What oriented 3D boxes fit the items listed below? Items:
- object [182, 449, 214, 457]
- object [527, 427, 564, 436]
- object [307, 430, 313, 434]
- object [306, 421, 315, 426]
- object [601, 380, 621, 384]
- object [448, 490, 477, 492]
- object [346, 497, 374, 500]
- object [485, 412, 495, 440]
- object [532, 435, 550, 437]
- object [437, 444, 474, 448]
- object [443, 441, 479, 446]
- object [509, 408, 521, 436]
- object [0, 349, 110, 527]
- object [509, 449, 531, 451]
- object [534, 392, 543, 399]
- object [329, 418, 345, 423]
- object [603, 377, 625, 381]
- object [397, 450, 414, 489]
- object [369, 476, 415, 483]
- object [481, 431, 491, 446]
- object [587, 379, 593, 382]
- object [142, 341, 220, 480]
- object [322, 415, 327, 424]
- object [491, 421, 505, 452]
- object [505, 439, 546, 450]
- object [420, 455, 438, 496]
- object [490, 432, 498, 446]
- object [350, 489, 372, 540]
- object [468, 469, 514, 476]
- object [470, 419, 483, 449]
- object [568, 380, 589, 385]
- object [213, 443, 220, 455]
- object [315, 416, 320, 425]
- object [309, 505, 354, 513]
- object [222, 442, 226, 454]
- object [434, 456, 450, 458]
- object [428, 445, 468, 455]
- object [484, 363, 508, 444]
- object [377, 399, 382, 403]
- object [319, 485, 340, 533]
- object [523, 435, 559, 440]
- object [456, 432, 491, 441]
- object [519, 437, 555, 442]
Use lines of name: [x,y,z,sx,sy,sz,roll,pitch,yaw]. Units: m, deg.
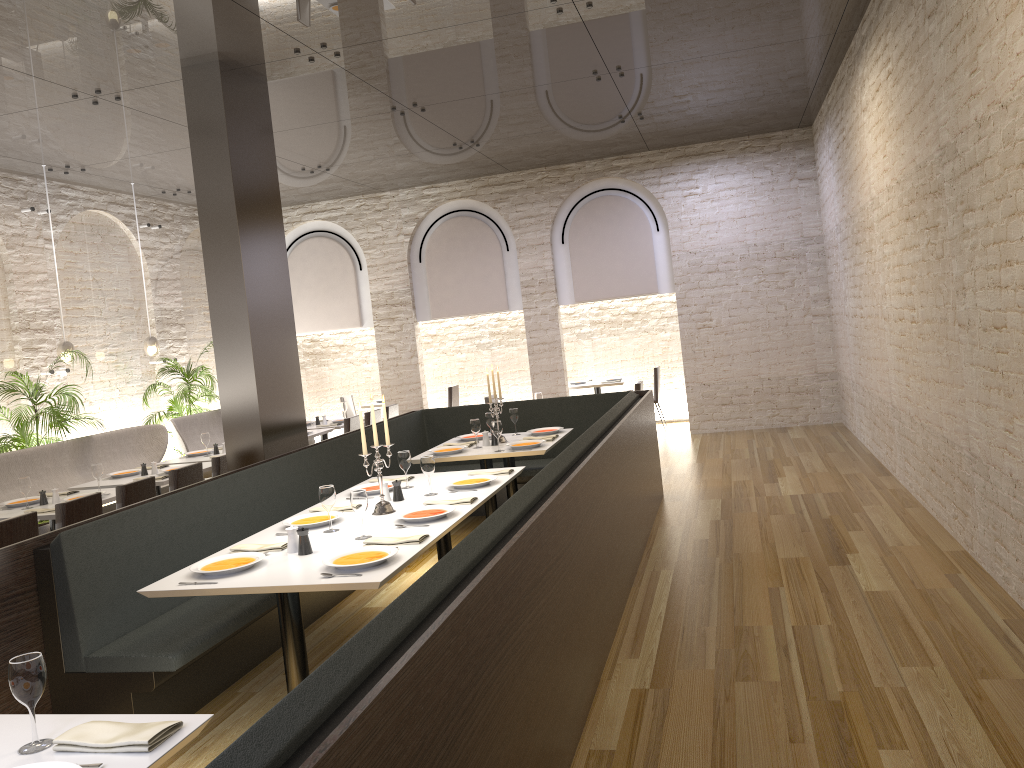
object: [-3.157,0.700,8.933,0.322,0.036,0.321,-9,4,-39]
object: [0.285,0.408,7.565,0.322,0.036,0.321,-8,4,-28]
object: [-2.378,0.556,9.872,0.322,0.036,0.321,-9,4,-39]
object: [-2.626,0.506,11.110,0.322,0.036,0.321,-9,4,-39]
object: [1.416,-0.028,12.687,0.272,0.033,0.143,-5,4,14]
object: [-0.292,0.625,5.214,0.181,0.015,0.038,-5,3,15]
object: [-0.914,0.688,5.346,0.185,0.010,0.017,-5,3,14]
object: [-0.180,0.360,7.556,0.087,0.230,0.086,-7,2,-40]
object: [0.239,0.431,7.391,0.181,0.015,0.038,-5,3,15]
object: [-0.463,0.515,7.275,0.272,0.033,0.143,-5,4,14]
object: [-0.426,0.501,7.425,0.272,0.033,0.143,-5,4,14]
object: [0.025,0.328,7.698,0.086,0.230,0.086,-7,2,-16]
object: [-4.545,0.672,8.569,1.148,1.973,1.186,-8,2,-35]
object: [0.062,0.496,6.666,0.181,0.015,0.038,-5,3,15]
object: [0.283,0.206,9.216,0.086,0.230,0.086,-5,2,44]
object: [-2.107,0.457,10.979,0.322,0.036,0.321,-9,4,-39]
object: [1.502,-0.066,13.036,0.322,0.036,0.321,-9,5,-41]
object: [-0.668,0.538,5.559,0.086,0.230,0.087,-6,2,26]
object: [-0.800,0.638,5.895,0.272,0.033,0.143,-5,4,14]
object: [-0.213,0.442,7.203,0.069,0.126,0.068,-7,2,-34]
object: [1.082,-0.042,13.494,0.272,0.033,0.143,-5,4,14]
object: [-3.946,0.458,10.956,1.145,1.973,1.189,-6,2,-5]
object: [-2.332,0.440,11.012,0.059,0.109,0.059,-8,2,-40]
object: [-0.109,0.401,6.775,0.087,0.230,0.086,-7,2,-40]
object: [0.108,0.472,6.841,0.322,0.036,0.322,-7,4,-10]
object: [-0.489,0.539,5.219,0.086,0.230,0.087,-6,2,26]
object: [-0.141,0.437,7.160,0.069,0.126,0.068,-7,2,-34]
object: [-0.725,0.625,4.250,0.086,0.230,0.086,-7,2,-34]
object: [-0.135,0.575,5.730,0.272,0.033,0.143,-5,4,14]
object: [-0.288,0.399,7.115,0.087,0.230,0.086,-7,2,-40]
object: [0.984,-0.018,13.167,0.322,0.036,0.321,-9,5,-41]
object: [-2.942,0.644,8.807,0.059,0.109,0.059,-8,2,-40]
object: [-2.410,0.451,10.984,0.059,0.109,0.059,-8,2,-40]
object: [-1.003,0.712,5.061,0.272,0.033,0.143,-5,4,14]
object: [-2.863,0.634,8.835,0.059,0.109,0.059,-8,2,-40]
object: [-0.560,0.559,6.798,0.185,0.010,0.017,-5,3,14]
object: [-0.504,0.530,6.995,0.322,0.036,0.322,-7,4,-10]
object: [-0.132,0.156,7.281,0.131,0.656,0.391,-6,2,25]
object: [-2.011,0.264,13.913,0.322,0.036,0.321,-9,5,-41]
object: [-0.928,0.633,4.492,0.086,0.230,0.087,-6,2,14]
object: [0.237,0.440,7.254,0.272,0.033,0.143,-5,4,14]
object: [-0.327,0.465,7.720,0.321,0.036,0.322,-6,4,10]
object: [0.200,0.453,7.104,0.272,0.033,0.143,-5,4,14]
